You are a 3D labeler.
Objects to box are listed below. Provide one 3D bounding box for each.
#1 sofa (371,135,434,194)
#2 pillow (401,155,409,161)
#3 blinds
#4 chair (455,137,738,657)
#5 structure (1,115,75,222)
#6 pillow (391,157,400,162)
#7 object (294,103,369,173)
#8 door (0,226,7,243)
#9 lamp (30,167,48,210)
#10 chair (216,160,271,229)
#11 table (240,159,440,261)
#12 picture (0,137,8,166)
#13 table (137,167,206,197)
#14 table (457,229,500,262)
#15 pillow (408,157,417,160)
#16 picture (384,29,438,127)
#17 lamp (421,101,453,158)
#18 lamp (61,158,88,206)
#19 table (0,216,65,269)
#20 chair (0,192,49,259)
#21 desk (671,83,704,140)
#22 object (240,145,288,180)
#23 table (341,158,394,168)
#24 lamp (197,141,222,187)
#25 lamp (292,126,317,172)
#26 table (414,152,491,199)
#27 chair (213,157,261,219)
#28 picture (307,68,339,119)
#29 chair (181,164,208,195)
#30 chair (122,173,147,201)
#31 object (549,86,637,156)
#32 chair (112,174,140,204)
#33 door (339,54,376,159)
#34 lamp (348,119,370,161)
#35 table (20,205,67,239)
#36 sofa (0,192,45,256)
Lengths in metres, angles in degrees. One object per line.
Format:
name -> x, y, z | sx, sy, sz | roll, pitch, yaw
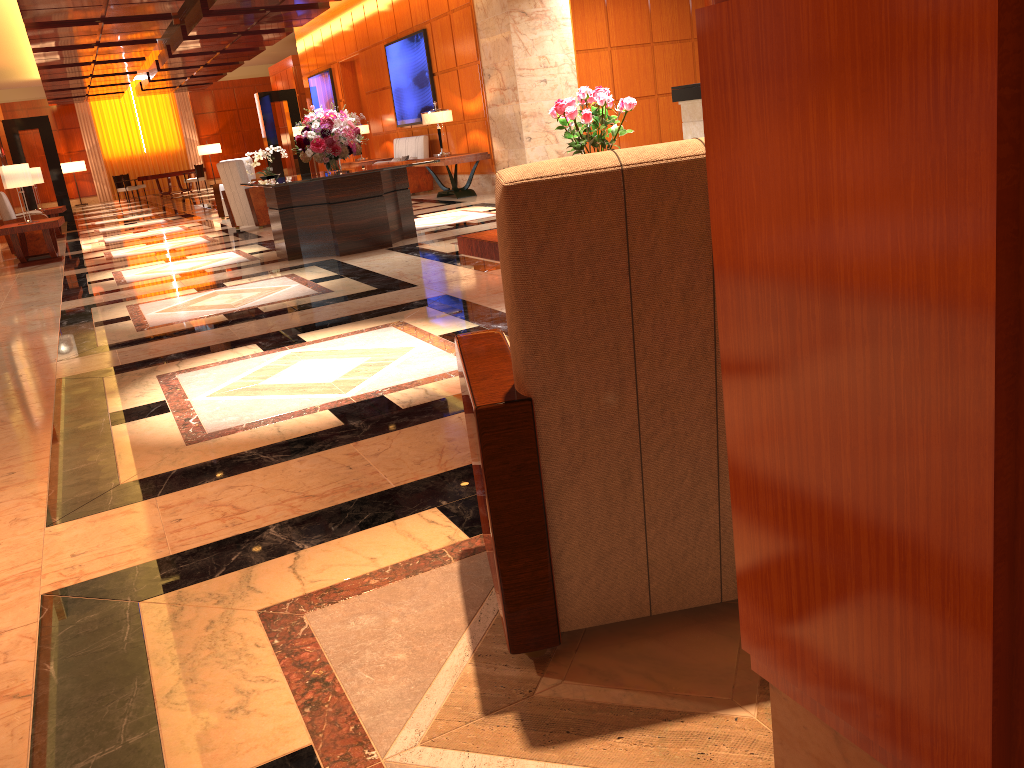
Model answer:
sofa -> -1.942, -3.801, 15.446 | 0.615, 0.923, 1.810 | -14, 17, -23
pillow -> -1.894, -3.858, 15.481 | 0.161, 0.250, 0.360 | -15, 18, -26
blinds -> -13.480, -8.940, 32.248 | 3.867, 4.025, 0.150 | -15, 16, -24
chair -> 0.272, -0.016, 1.844 | 0.738, 0.951, 0.634 | -9, 15, -5
structure -> -11.334, -5.093, 21.248 | 0.989, 2.474, 0.503 | -14, 16, -24
pillow -> -2.109, -3.932, 15.855 | 0.195, 0.225, 0.346 | -13, 17, -18
object -> -1.791, -2.408, 8.673 | 0.653, 0.652, 0.683 | -18, 19, -32
door -> -9.557, -3.745, 15.714 | 0.342, 2.625, 1.509 | -14, 16, -23
lamp -> -2.658, -3.439, 13.081 | 12.995, 0.727, 0.338 | 0, 17, 24
chair -> -3.663, -2.696, 12.498 | 0.739, 0.951, 0.633 | 7, 21, 43
table -> -1.691, -1.738, 8.833 | 1.606, 0.737, 1.611 | -15, 18, -23
picture -> -11.416, -5.258, 19.725 | 0.057, 1.438, 2.009 | -14, 17, -23
table -> -10.992, -6.529, 28.856 | 0.784, 0.734, 2.126 | 4, 20, 35
table -> 0.450, -0.508, 4.161 | 1.172, 0.529, 0.729 | -15, 17, -23
pillow -> -1.727, -3.743, 15.076 | 0.203, 0.227, 0.275 | -14, 17, -21
picture -> -1.745, -5.210, 15.259 | 0.057, 1.438, 2.009 | -14, 17, -23
lamp -> -1.087, -3.784, 13.161 | 0.459, 0.802, 0.462 | -12, 16, -15
lamp -> -15.240, -7.071, 31.007 | 0.810, 1.645, 0.819 | -4, 16, 15
table -> -6.197, -1.835, 11.530 | 0.727, 0.529, 1.176 | -14, 17, -20
chair -> -6.837, -2.264, 12.479 | 0.631, 0.951, 0.742 | -15, 17, -24
desk -> 3.191, -3.108, 10.501 | 0.945, 1.130, 2.945 | -14, 18, -23
object -> -3.892, -3.464, 14.069 | 0.418, 0.611, 0.794 | 6, 21, 41
table -> -2.730, -3.973, 16.970 | 0.728, 0.601, 1.278 | -15, 18, -23
lamp -> -11.111, -8.184, 32.863 | 0.810, 1.645, 0.819 | -4, 16, 15
lamp -> -4.370, -4.956, 19.138 | 0.529, 1.645, 0.361 | -18, 18, -33
table -> -0.875, -3.101, 13.246 | 0.728, 0.601, 1.278 | -15, 18, -23
chair -> -4.708, -3.383, 15.247 | 0.738, 0.951, 0.634 | -9, 15, -5
picture -> -4.320, -6.421, 20.427 | 0.057, 1.438, 2.009 | -14, 17, -23
chair -> -10.105, -6.561, 28.355 | 0.576, 0.885, 0.590 | -3, 16, 18
chair -> -12.503, -6.525, 29.302 | 0.576, 0.885, 0.590 | -7, 15, 4
object -> 0.377, -1.036, 3.987 | 0.350, 0.590, 0.330 | -9, 15, -4
chair -> -12.254, -6.197, 28.100 | 0.576, 0.885, 0.590 | -4, 16, 13
door -> -3.036, -5.508, 18.665 | 0.342, 2.625, 1.547 | -14, 16, -23
lamp -> -2.913, -4.650, 16.823 | 0.458, 0.786, 0.463 | 0, 17, 27
table -> -8.398, -2.870, 15.948 | 0.727, 0.529, 1.176 | -14, 17, -20
sofa -> -7.647, -2.559, 13.863 | 0.615, 0.923, 1.810 | -14, 17, -23
